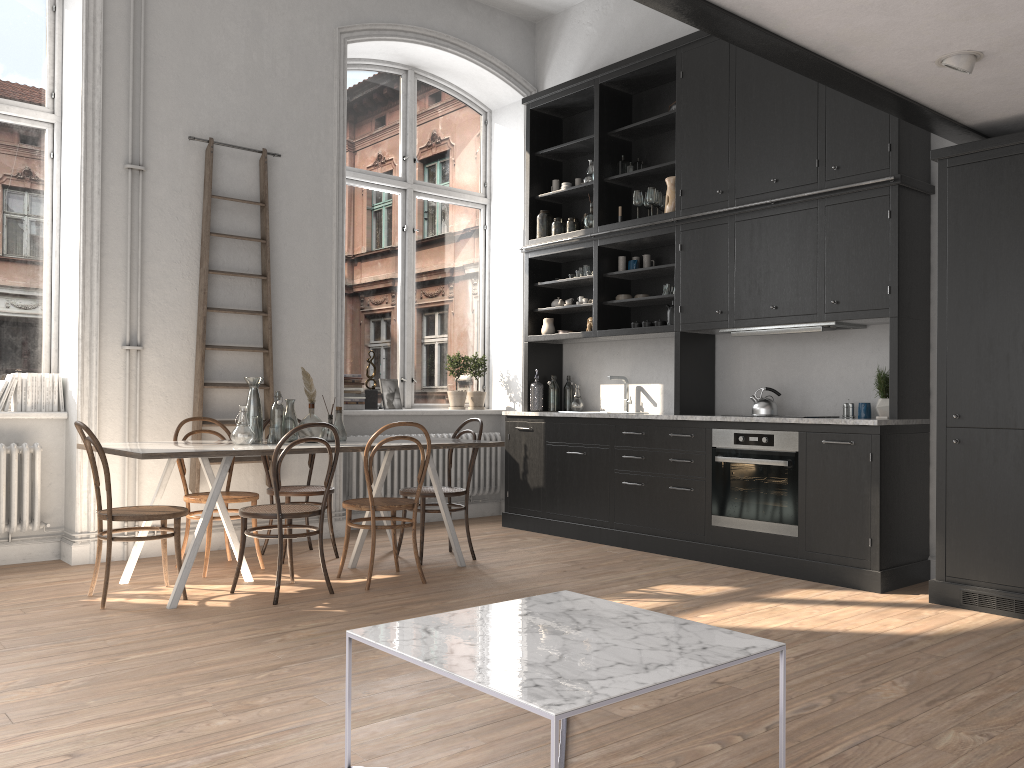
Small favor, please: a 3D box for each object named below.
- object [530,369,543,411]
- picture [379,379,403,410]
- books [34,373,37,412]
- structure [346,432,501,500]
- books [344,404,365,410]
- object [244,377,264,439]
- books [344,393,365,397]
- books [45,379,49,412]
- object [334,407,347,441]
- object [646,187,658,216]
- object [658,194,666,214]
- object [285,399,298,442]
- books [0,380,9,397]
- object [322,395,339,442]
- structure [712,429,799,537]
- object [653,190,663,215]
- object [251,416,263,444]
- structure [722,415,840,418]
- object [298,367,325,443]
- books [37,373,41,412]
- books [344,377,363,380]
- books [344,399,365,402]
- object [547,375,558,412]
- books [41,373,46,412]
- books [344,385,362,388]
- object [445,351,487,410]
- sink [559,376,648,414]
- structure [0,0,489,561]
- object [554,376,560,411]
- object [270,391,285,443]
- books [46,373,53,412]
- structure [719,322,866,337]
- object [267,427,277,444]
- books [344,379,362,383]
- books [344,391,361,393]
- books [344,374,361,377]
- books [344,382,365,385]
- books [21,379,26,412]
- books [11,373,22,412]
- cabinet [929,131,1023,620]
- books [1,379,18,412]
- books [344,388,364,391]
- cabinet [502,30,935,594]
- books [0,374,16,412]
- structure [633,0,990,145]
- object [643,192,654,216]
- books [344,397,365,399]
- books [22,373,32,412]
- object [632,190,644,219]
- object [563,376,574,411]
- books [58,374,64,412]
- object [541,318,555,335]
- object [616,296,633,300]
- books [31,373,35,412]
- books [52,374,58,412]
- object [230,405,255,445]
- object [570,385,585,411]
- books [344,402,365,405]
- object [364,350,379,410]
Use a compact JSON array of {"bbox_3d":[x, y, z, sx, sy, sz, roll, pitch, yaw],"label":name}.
[{"bbox_3d":[0.205,0.050,7.359,0.109,0.349,0.109,0,-1,31],"label":"object"},{"bbox_3d":[-1.041,0.090,7.412,0.149,0.264,0.221,0,-1,33],"label":"picture"},{"bbox_3d":[-3.064,0.053,5.665,0.019,0.243,0.174,1,-1,-40],"label":"books"},{"bbox_3d":[-0.732,0.689,7.406,1.577,0.552,0.194,1,-1,-40],"label":"structure"},{"bbox_3d":[-1.333,0.184,7.087,0.248,0.043,0.192,1,-1,-40],"label":"books"},{"bbox_3d":[-1.518,0.152,5.214,0.116,0.383,0.116,1,-1,-29],"label":"object"},{"bbox_3d":[-1.334,0.089,7.107,0.193,0.028,0.245,-1,-1,45],"label":"books"},{"bbox_3d":[-3.004,0.073,5.695,0.020,0.205,0.155,1,-1,-40],"label":"books"},{"bbox_3d":[-1.079,0.247,5.528,0.101,0.211,0.101,0,-1,-1],"label":"object"},{"bbox_3d":[1.023,-1.322,6.488,0.083,0.221,0.083,0,-1,6],"label":"object"},{"bbox_3d":[1.141,-1.317,6.699,0.083,0.221,0.083,1,-1,-9],"label":"object"},{"bbox_3d":[-1.332,0.219,5.321,0.100,0.255,0.098,0,-1,26],"label":"object"},{"bbox_3d":[-3.209,0.073,5.524,0.105,0.194,0.155,1,-1,-41],"label":"books"},{"bbox_3d":[-1.106,0.209,5.405,0.107,0.283,0.107,0,-1,45],"label":"object"},{"bbox_3d":[1.700,0.602,5.660,0.618,0.623,0.622,1,-1,-40],"label":"structure"},{"bbox_3d":[1.079,-1.320,6.578,0.083,0.221,0.083,1,-1,-41],"label":"object"},{"bbox_3d":[-1.478,0.263,5.100,0.083,0.158,0.083,1,-1,-45],"label":"object"},{"bbox_3d":[1.708,0.207,5.669,0.427,0.011,0.592,1,-1,-40],"label":"structure"},{"bbox_3d":[-1.183,0.124,5.237,0.157,0.446,0.157,1,-1,-22],"label":"object"},{"bbox_3d":[-3.051,0.054,5.682,0.024,0.243,0.175,1,-1,-40],"label":"books"},{"bbox_3d":[-1.327,-0.045,7.108,0.205,0.020,0.155,1,-1,-40],"label":"books"},{"bbox_3d":[-1.330,0.129,7.088,0.249,0.023,0.175,1,-1,-40],"label":"books"},{"bbox_3d":[0.337,0.078,7.387,0.086,0.301,0.086,0,-1,35],"label":"object"},{"bbox_3d":[-3.020,0.054,5.679,0.019,0.243,0.174,1,-1,-40],"label":"books"},{"bbox_3d":[-1.327,0.019,7.107,0.155,0.022,0.205,-1,-1,45],"label":"books"},{"bbox_3d":[-0.408,-0.033,7.901,0.234,0.524,0.500,0,-1,39],"label":"object"},{"bbox_3d":[0.725,0.188,6.870,0.514,0.504,0.526,1,-1,-40],"label":"sink"},{"bbox_3d":[-2.073,-1.099,6.171,5.182,4.473,0.340,1,-1,-40],"label":"structure"},{"bbox_3d":[0.359,0.080,7.509,0.086,0.301,0.086,1,-1,-26],"label":"object"},{"bbox_3d":[-1.371,0.193,5.192,0.086,0.301,0.086,0,-1,35],"label":"object"},{"bbox_3d":[-3.000,0.055,5.725,0.024,0.243,0.175,1,-1,-40],"label":"books"},{"bbox_3d":[1.808,-0.374,5.764,0.379,0.123,0.844,1,-1,-40],"label":"structure"},{"bbox_3d":[-1.370,0.295,5.067,0.058,0.094,0.058,1,-1,-12],"label":"object"},{"bbox_3d":[-1.337,-0.023,7.099,0.231,0.023,0.162,1,-1,-25],"label":"books"},{"bbox_3d":[-1.327,0.064,7.107,0.205,0.022,0.155,1,-1,-26],"label":"books"},{"bbox_3d":[-1.337,-0.066,7.112,0.159,0.024,0.201,0,-1,40],"label":"books"},{"bbox_3d":[-1.331,-0.002,7.104,0.244,0.019,0.174,1,-1,-40],"label":"books"},{"bbox_3d":[-3.102,0.071,5.611,0.020,0.205,0.155,1,-1,-40],"label":"books"},{"bbox_3d":[-3.135,0.052,5.610,0.024,0.243,0.175,1,-1,-40],"label":"books"},{"bbox_3d":[2.874,-0.042,4.309,0.633,2.371,1.401,1,-1,-40],"label":"cabinet"},{"bbox_3d":[-3.158,0.071,5.563,0.072,0.203,0.155,1,-1,-40],"label":"books"},{"bbox_3d":[-1.328,0.041,7.113,0.222,0.024,0.158,1,-1,-40],"label":"books"},{"bbox_3d":[1.205,-0.625,6.278,0.635,3.583,3.251,1,-1,-40],"label":"cabinet"},{"bbox_3d":[-3.177,0.054,5.546,0.100,0.235,0.174,1,-1,-40],"label":"books"},{"bbox_3d":[1.786,-1.971,1.544,5.927,1.213,4.158,1,-1,-40],"label":"structure"},{"bbox_3d":[1.026,-1.319,6.641,0.083,0.221,0.083,0,-1,42],"label":"object"},{"bbox_3d":[-1.333,0.110,7.106,0.255,0.014,0.192,1,-1,-37],"label":"books"},{"bbox_3d":[-3.079,0.053,5.617,0.024,0.243,0.175,1,-1,-40],"label":"books"},{"bbox_3d":[0.937,-1.321,6.586,0.083,0.221,0.083,1,-1,-9],"label":"object"},{"bbox_3d":[0.477,0.080,7.470,0.086,0.301,0.086,0,-1,5],"label":"object"},{"bbox_3d":[-2.943,0.056,5.745,0.040,0.244,0.174,1,-1,-40],"label":"books"},{"bbox_3d":[0.306,-0.473,7.388,0.115,0.144,0.127,0,-1,28],"label":"object"},{"bbox_3d":[-1.655,0.205,5.456,5.827,1.842,0.792,1,-1,-35],"label":"object"},{"bbox_3d":[-3.068,0.053,5.639,0.019,0.243,0.174,1,-1,-40],"label":"books"},{"bbox_3d":[-2.968,0.056,5.726,0.024,0.243,0.175,1,-1,-40],"label":"books"},{"bbox_3d":[-1.492,0.228,4.921,0.132,0.219,0.132,0,-1,39],"label":"object"},{"bbox_3d":[0.543,0.118,7.360,0.132,0.219,0.120,1,-1,-40],"label":"object"},{"bbox_3d":[-1.331,0.152,7.088,0.249,0.023,0.175,2,-1,-45],"label":"books"},{"bbox_3d":[-1.156,-0.033,7.260,0.122,0.488,0.102,1,-1,-16],"label":"object"}]
